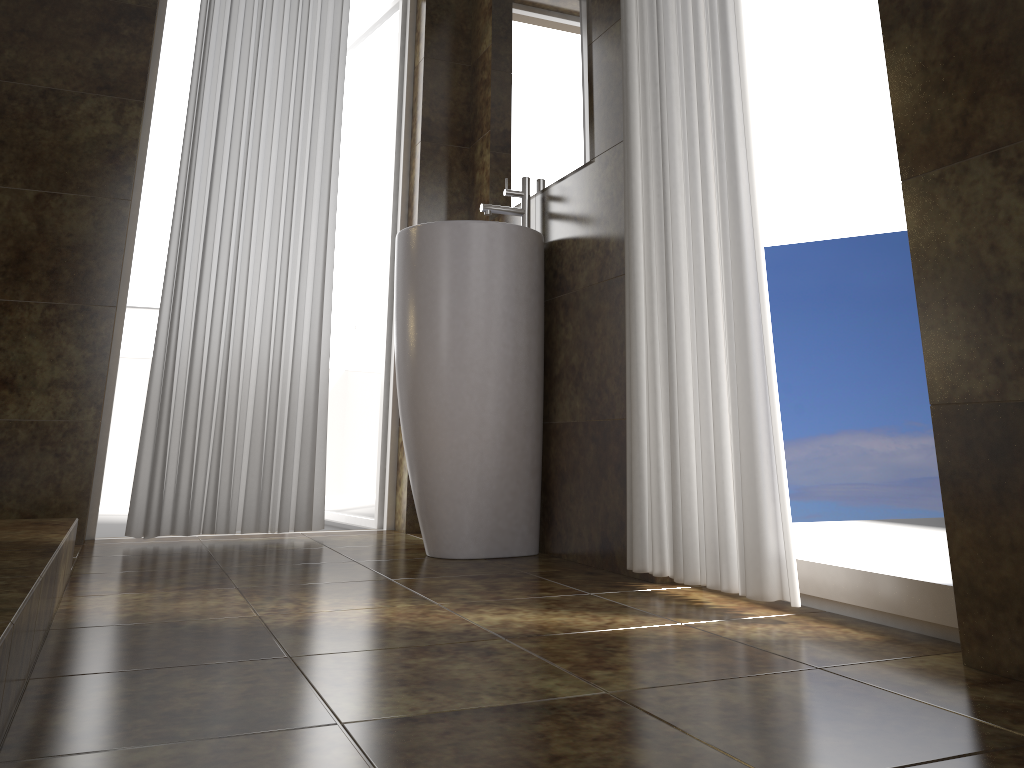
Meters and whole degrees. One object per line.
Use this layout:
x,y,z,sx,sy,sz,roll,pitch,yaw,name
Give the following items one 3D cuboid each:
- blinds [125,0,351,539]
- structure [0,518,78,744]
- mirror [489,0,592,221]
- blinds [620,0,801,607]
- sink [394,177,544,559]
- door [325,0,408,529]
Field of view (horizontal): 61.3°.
-0.880,-0.670,3.030,0.598,2.381,0.064,6,-17,-21,blinds
-1.546,0.287,0.757,1.990,0.130,1.937,2,-4,-23,structure
0.076,-1.158,2.940,0.008,1.140,0.736,7,-14,-24,mirror
0.383,-0.738,2.037,0.067,2.368,0.494,7,-17,-24,blinds
-0.138,-0.098,2.556,0.435,1.188,0.437,6,-15,-20,sink
-0.723,-0.562,3.817,0.039,2.329,0.926,11,-18,-34,door
